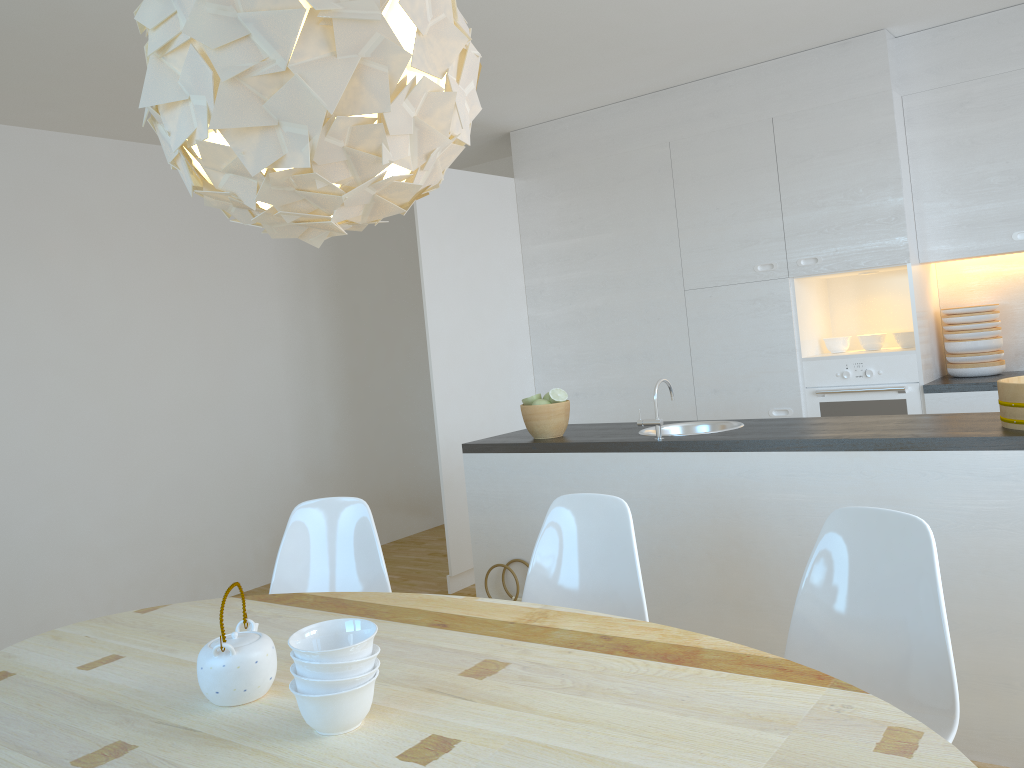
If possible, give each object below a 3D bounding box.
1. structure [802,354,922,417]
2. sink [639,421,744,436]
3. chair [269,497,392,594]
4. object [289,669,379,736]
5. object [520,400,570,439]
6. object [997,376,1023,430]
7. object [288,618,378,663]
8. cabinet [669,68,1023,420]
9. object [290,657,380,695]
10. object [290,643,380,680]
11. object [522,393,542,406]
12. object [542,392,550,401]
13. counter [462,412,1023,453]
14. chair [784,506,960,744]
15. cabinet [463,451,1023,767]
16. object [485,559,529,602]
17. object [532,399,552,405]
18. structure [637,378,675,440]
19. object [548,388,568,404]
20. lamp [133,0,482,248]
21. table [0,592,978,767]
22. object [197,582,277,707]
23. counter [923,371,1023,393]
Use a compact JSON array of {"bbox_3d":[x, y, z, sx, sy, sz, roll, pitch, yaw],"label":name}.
[{"bbox_3d":[1.779,0.166,4.488,0.559,0.596,0.049,-5,0,37],"label":"structure"},{"bbox_3d":[0.703,0.247,3.442,0.404,0.157,0.404,-6,2,-12],"label":"sink"},{"bbox_3d":[-0.586,0.838,2.664,0.429,0.902,0.523,-6,0,7],"label":"chair"},{"bbox_3d":[-0.301,0.544,1.517,0.152,0.082,0.152,-6,2,-14],"label":"object"},{"bbox_3d":[0.142,0.147,3.642,0.205,0.142,0.205,-6,2,-2],"label":"object"},{"bbox_3d":[1.674,0.010,2.619,0.379,0.214,0.429,-6,2,-25],"label":"object"},{"bbox_3d":[-0.303,0.469,1.518,0.152,0.087,0.151,-6,2,-25],"label":"object"},{"bbox_3d":[2.429,-0.336,4.259,3.192,2.302,0.482,-5,0,37],"label":"cabinet"},{"bbox_3d":[-0.299,0.521,1.519,0.151,0.093,0.152,-6,2,-14],"label":"object"},{"bbox_3d":[-0.299,0.496,1.521,0.151,0.096,0.151,-7,2,-37],"label":"object"},{"bbox_3d":[0.082,0.074,3.674,0.086,0.065,0.083,-7,2,-41],"label":"object"},{"bbox_3d":[0.173,0.080,3.674,0.087,0.098,0.102,-6,1,-32],"label":"object"},{"bbox_3d":[0.929,0.181,3.229,2.394,0.040,0.603,-4,3,37],"label":"counter"},{"bbox_3d":[0.654,0.755,1.842,0.524,0.902,0.428,-6,0,-33],"label":"chair"},{"bbox_3d":[0.975,0.654,3.221,2.394,0.910,0.602,-4,1,37],"label":"cabinet"},{"bbox_3d":[-0.117,0.981,3.020,0.470,0.501,1.192,-5,2,15],"label":"object"},{"bbox_3d":[0.126,0.103,3.609,0.097,0.085,0.081,-6,1,1],"label":"object"},{"bbox_3d":[0.540,0.088,3.294,0.096,0.215,0.162,-6,0,37],"label":"structure"},{"bbox_3d":[0.186,0.053,3.602,0.077,0.072,0.074,-6,1,-28],"label":"object"},{"bbox_3d":[-0.409,-0.832,1.709,0.637,1.136,0.648,-6,0,36],"label":"lamp"},{"bbox_3d":[-0.279,0.943,1.640,2.184,0.725,1.197,-4,2,35],"label":"table"},{"bbox_3d":[-0.522,0.492,1.711,0.146,0.212,0.178,-5,1,36],"label":"object"},{"bbox_3d":[2.976,-0.053,3.947,1.995,0.040,0.602,-4,3,37],"label":"counter"}]
